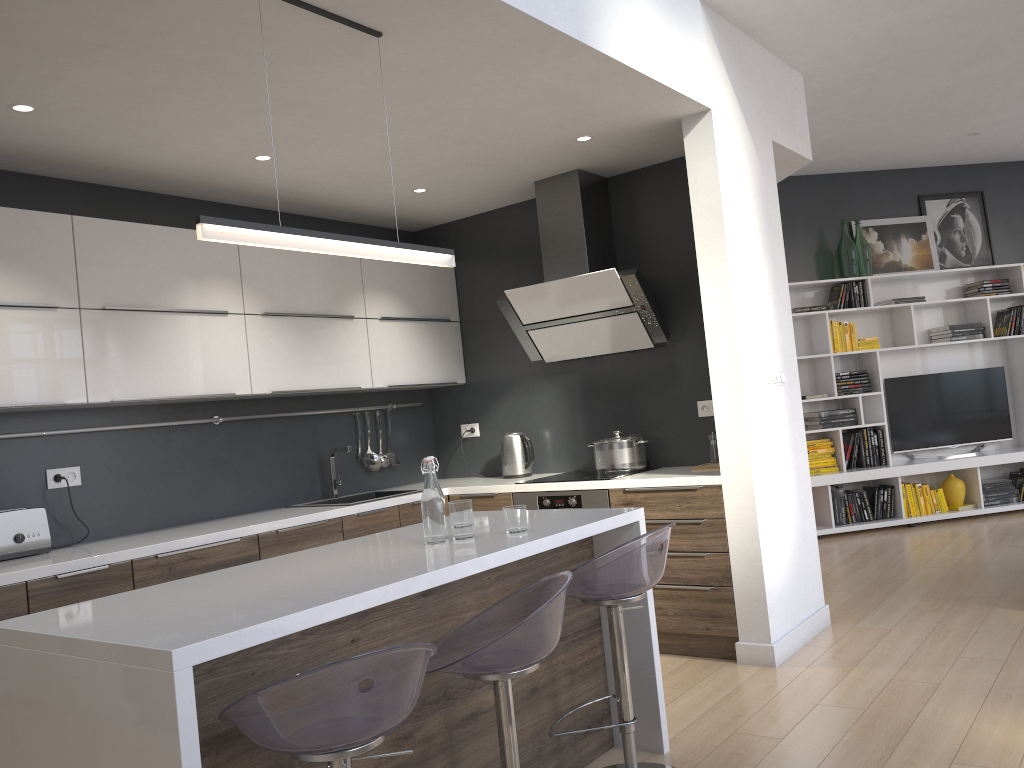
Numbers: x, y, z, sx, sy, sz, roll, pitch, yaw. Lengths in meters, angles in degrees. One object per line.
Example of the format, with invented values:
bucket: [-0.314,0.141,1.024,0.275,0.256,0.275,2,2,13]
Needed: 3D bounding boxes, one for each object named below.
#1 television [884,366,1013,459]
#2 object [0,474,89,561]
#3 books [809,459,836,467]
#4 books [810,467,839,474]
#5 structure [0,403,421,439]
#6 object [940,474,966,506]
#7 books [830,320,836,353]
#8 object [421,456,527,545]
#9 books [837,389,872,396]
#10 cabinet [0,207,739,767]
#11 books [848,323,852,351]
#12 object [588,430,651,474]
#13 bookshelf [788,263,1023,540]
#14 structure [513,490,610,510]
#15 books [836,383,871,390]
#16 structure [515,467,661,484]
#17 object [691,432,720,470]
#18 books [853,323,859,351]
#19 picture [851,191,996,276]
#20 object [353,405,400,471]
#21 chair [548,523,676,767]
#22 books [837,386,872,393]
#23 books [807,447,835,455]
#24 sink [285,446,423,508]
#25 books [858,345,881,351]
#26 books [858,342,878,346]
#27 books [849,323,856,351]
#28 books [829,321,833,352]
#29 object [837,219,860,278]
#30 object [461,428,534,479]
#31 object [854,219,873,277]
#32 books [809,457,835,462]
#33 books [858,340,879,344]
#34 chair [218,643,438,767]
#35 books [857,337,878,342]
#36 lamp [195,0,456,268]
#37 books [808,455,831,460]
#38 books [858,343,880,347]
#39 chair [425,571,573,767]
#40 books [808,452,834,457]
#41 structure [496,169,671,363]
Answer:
television: [3.692,0.253,7.497,1.102,0.704,0.207,-6,-2,-8]
object: [-2.015,0.550,3.655,0.191,0.319,0.562,-7,-2,37]
books: [2.495,0.647,7.284,0.255,0.044,0.198,-6,-2,-8]
books: [2.505,0.707,7.269,0.270,0.029,0.204,-6,-2,-3]
structure: [-1.496,0.183,4.528,0.050,0.045,3.000,-7,-2,37]
object: [3.632,0.870,7.304,0.185,0.257,0.185,-5,-2,-31]
books: [2.602,-0.379,7.333,0.025,0.270,0.213,-6,-2,-8]
object: [-0.121,0.350,2.792,0.323,0.267,0.148,-6,-2,1]
books: [2.803,0.074,7.325,0.263,0.026,0.189,-6,-2,-10]
cabinet: [-0.971,0.185,3.267,2.402,2.501,4.694,-7,-2,37]
books: [2.762,-0.379,7.360,0.023,0.239,0.169,-6,-2,-8]
object: [0.587,0.364,4.836,0.288,0.223,0.315,-5,-2,-12]
bookshelf: [3.697,0.074,7.396,3.000,2.052,0.455,-6,-2,-8]
structure: [0.422,0.838,4.762,0.587,0.588,0.584,-7,-2,37]
books: [2.789,0.023,7.346,0.266,0.030,0.209,-6,-2,-10]
structure: [0.414,0.496,4.811,0.600,0.006,0.550,-7,-2,37]
object: [1.091,0.260,4.520,0.330,0.316,0.221,-7,-2,37]
books: [2.812,-0.382,7.368,0.024,0.234,0.172,-6,-2,-8]
picture: [3.547,-1.285,7.651,1.279,0.707,0.076,-6,-2,-8]
object: [-0.827,0.326,5.382,0.069,0.389,0.320,-7,-3,38]
chair: [0.340,0.868,2.810,0.434,0.838,0.475,-7,-2,35]
books: [2.802,0.049,7.328,0.270,0.025,0.189,-6,-2,-9]
books: [2.495,0.551,7.299,0.250,0.035,0.185,-6,-2,-5]
sink: [-0.837,0.597,4.874,0.512,0.518,0.626,-7,-2,37]
books: [2.931,-0.294,7.366,0.190,0.033,0.147,-6,-2,-8]
books: [2.925,-0.330,7.351,0.169,0.018,0.113,-6,-2,-7]
books: [2.787,-0.380,7.360,0.024,0.234,0.172,-6,-2,-8]
books: [2.577,-0.377,7.320,0.029,0.270,0.204,-6,-2,-8]
object: [2.784,-1.120,7.373,0.157,0.507,0.157,-6,-2,5]
object: [-0.089,0.412,5.394,0.590,0.318,0.179,-8,-3,43]
object: [2.929,-1.132,7.452,0.157,0.507,0.157,-6,-2,5]
books: [2.487,0.618,7.300,0.263,0.015,0.198,-6,-2,-5]
books: [2.927,-0.346,7.367,0.187,0.014,0.134,-6,-2,-8]
chair: [-0.358,0.934,1.898,0.475,0.787,0.434,-4,-2,-35]
books: [2.920,-0.365,7.380,0.186,0.026,0.138,-6,-2,-8]
lamp: [-0.539,-0.763,2.678,0.020,0.756,0.998,-7,-2,37]
books: [2.479,0.600,7.278,0.228,0.024,0.152,-6,-2,-4]
books: [2.929,-0.316,7.371,0.196,0.011,0.148,-6,-2,-8]
chair: [-0.015,0.913,2.329,0.434,0.787,0.475,-6,-2,0]
books: [2.487,0.578,7.299,0.251,0.019,0.180,-6,-2,-8]
structure: [0.352,-0.654,4.917,0.898,0.998,0.407,-7,-2,37]
